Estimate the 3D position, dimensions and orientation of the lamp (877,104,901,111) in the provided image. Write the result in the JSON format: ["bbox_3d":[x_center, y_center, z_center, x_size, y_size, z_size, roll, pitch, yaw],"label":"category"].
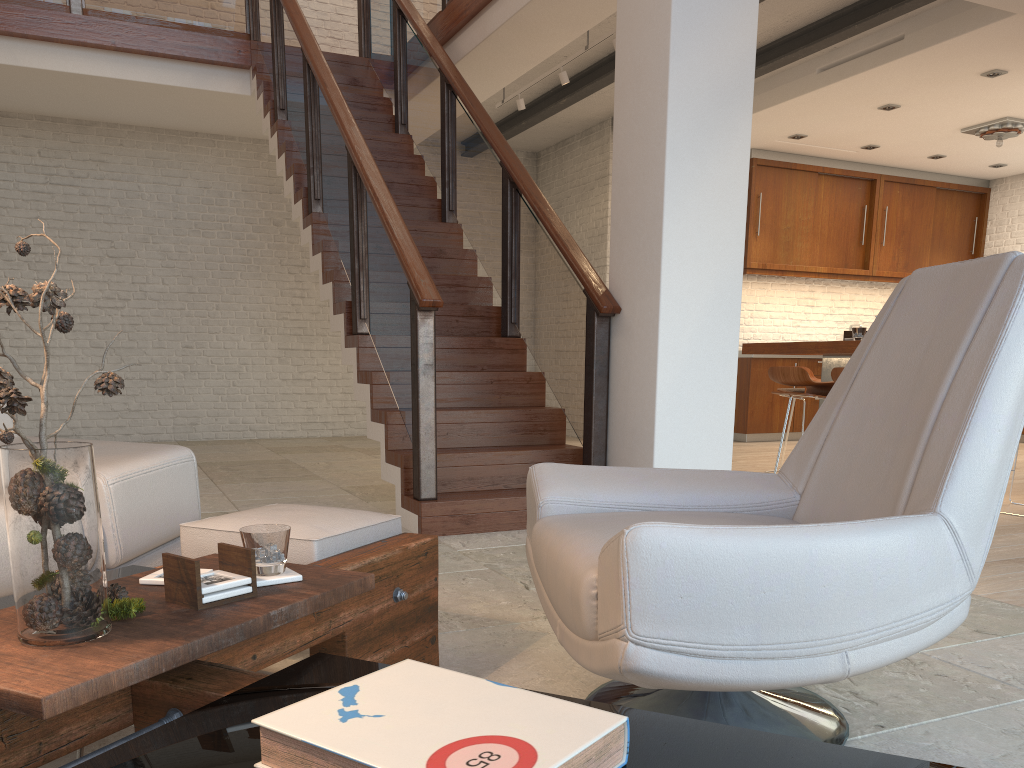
[{"bbox_3d":[3.028,-2.239,6.996,0.123,0.056,0.121,-1,4,-25],"label":"lamp"}]

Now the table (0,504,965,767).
[{"bbox_3d":[-0.444,0.547,1.126,1.961,0.440,2.169,1,2,26],"label":"table"}]

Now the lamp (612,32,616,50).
[{"bbox_3d":[0.684,-2.190,5.604,0.086,0.132,0.059,-3,10,-22],"label":"lamp"}]

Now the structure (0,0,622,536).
[{"bbox_3d":[0.883,-1.423,4.569,13.810,4.245,9.967,-1,3,-25],"label":"structure"}]

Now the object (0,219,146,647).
[{"bbox_3d":[-0.739,0.058,1.302,0.537,0.623,0.311,6,11,35],"label":"object"}]

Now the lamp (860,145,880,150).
[{"bbox_3d":[3.407,-2.268,8.283,0.123,0.056,0.121,-1,4,-25],"label":"lamp"}]

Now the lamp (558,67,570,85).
[{"bbox_3d":[0.374,-2.208,6.265,0.086,0.132,0.059,-3,10,-22],"label":"lamp"}]

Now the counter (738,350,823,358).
[{"bbox_3d":[4.368,-0.275,8.273,3.322,0.072,3.458,0,2,-25],"label":"counter"}]

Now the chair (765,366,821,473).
[{"bbox_3d":[2.090,0.266,6.242,0.403,0.795,0.412,-4,10,-24],"label":"chair"}]

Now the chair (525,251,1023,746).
[{"bbox_3d":[0.566,0.248,1.888,0.972,1.042,1.001,-1,7,-8],"label":"chair"}]

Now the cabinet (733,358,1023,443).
[{"bbox_3d":[4.589,-0.817,8.559,4.752,2.906,2.224,3,8,29],"label":"cabinet"}]

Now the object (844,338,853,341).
[{"bbox_3d":[2.222,-0.283,5.674,0.204,0.035,0.282,0,2,-25],"label":"object"}]

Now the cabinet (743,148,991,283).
[{"bbox_3d":[3.736,-1.688,9.352,3.331,1.198,0.449,-1,10,-24],"label":"cabinet"}]

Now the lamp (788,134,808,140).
[{"bbox_3d":[2.596,-2.265,7.918,0.123,0.056,0.121,-1,4,-25],"label":"lamp"}]

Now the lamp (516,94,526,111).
[{"bbox_3d":[0.070,-2.226,6.906,0.059,0.132,0.084,7,11,35],"label":"lamp"}]

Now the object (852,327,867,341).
[{"bbox_3d":[2.220,-0.318,5.584,0.090,0.087,0.089,-3,7,-27],"label":"object"}]

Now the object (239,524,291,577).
[{"bbox_3d":[-0.449,0.305,1.593,0.090,0.087,0.089,3,7,25],"label":"object"}]

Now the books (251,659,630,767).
[{"bbox_3d":[-0.076,0.392,0.957,0.324,0.058,0.251,2,2,35],"label":"books"}]

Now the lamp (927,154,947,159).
[{"bbox_3d":[4.217,-2.272,8.648,0.123,0.056,0.121,-1,4,-25],"label":"lamp"}]

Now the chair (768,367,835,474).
[{"bbox_3d":[1.834,0.282,5.525,0.421,0.795,0.394,-4,10,-24],"label":"chair"}]

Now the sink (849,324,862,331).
[{"bbox_3d":[4.106,-0.441,9.682,0.855,0.440,0.506,-1,6,-24],"label":"sink"}]

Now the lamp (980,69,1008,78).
[{"bbox_3d":[3.415,-2.216,6.170,0.123,0.056,0.121,-1,4,-25],"label":"lamp"}]

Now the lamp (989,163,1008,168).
[{"bbox_3d":[5.026,-2.275,9.012,0.123,0.056,0.121,-1,4,-25],"label":"lamp"}]

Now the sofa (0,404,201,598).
[{"bbox_3d":[-1.957,0.350,1.933,1.138,0.774,2.290,3,3,26],"label":"sofa"}]

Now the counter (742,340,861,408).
[{"bbox_3d":[3.040,0.208,5.754,2.488,0.944,1.654,-1,4,-24],"label":"counter"}]

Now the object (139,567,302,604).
[{"bbox_3d":[-0.531,0.342,1.582,0.269,0.035,0.245,2,2,37],"label":"object"}]

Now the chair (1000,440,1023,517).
[{"bbox_3d":[2.801,0.308,4.727,0.403,0.795,0.412,-4,10,-24],"label":"chair"}]

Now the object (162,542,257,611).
[{"bbox_3d":[-0.507,0.321,1.465,0.093,0.084,0.113,5,7,37],"label":"object"}]

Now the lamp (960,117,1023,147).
[{"bbox_3d":[4.235,-2.145,7.562,0.449,0.174,0.442,-1,3,-25],"label":"lamp"}]

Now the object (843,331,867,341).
[{"bbox_3d":[2.256,-0.308,5.728,0.093,0.084,0.112,-2,6,-25],"label":"object"}]

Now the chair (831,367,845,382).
[{"bbox_3d":[2.058,0.295,5.046,0.421,0.795,0.394,-4,10,-24],"label":"chair"}]
